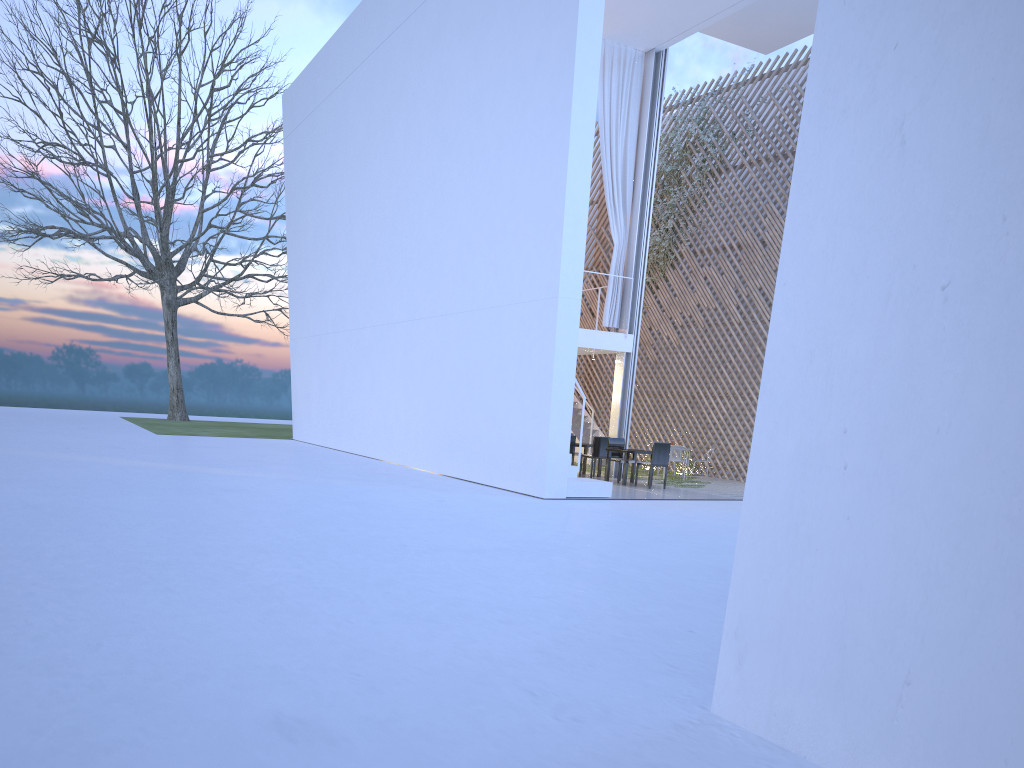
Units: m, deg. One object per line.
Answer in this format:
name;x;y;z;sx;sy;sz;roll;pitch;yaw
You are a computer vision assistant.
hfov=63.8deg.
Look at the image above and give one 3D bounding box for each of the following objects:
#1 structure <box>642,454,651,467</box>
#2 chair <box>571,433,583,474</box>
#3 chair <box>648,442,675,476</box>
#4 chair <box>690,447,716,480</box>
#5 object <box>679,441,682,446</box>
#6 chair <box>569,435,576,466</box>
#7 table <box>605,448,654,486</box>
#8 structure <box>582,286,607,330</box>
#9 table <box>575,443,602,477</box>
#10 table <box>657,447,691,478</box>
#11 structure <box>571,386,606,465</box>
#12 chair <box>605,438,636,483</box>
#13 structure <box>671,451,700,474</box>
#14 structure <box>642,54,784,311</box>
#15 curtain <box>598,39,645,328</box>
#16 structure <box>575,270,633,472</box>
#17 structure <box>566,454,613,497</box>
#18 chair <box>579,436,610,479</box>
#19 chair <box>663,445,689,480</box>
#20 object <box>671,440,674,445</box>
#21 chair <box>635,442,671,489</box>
structure;1.794;0.982;10.558;0.266;0.281;0.244;0;10;-21
chair;0.628;0.756;8.892;0.189;0.473;0.220;-5;16;-28
chair;1.755;0.874;9.631;0.260;0.410;0.229;-3;15;-28
chair;2.161;0.889;9.302;0.247;0.410;0.241;6;13;11
object;1.881;0.679;9.199;0.031;0.083;0.029;8;16;16
chair;0.487;0.730;8.319;0.189;0.473;0.220;-5;16;-28
table;1.148;0.810;8.027;0.356;0.357;0.329;-1;10;-28
structure;0.775;-0.728;8.997;0.027;0.595;1.607;-7;6;-30
table;0.485;0.787;8.627;0.912;0.355;0.329;3;8;-28
table;1.840;0.892;9.349;0.342;0.360;0.329;7;10;23
structure;0.478;0.041;11.194;1.159;2.116;1.847;-6;13;-35
chair;1.082;0.762;8.154;0.189;0.473;0.220;-5;16;-28
structure;2.118;0.951;10.024;0.287;0.349;0.300;-6;14;-43
structure;2.052;-2.043;9.686;0.719;2.938;2.222;-10;17;-37
curtain;0.930;-1.814;7.767;0.505;2.609;0.089;-6;20;-28
structure;0.857;-0.152;7.420;1.351;1.929;1.342;-3;13;-28
structure;0.382;-0.784;7.743;1.706;3.571;3.425;-5;11;-29
chair;0.848;0.758;8.507;0.189;0.473;0.220;-5;16;-28
chair;1.801;0.858;9.027;0.259;0.410;0.229;7;14;16
object;1.826;0.681;9.374;0.031;0.083;0.029;8;16;16
chair;1.319;0.764;7.740;0.189;0.473;0.220;-5;16;-28
